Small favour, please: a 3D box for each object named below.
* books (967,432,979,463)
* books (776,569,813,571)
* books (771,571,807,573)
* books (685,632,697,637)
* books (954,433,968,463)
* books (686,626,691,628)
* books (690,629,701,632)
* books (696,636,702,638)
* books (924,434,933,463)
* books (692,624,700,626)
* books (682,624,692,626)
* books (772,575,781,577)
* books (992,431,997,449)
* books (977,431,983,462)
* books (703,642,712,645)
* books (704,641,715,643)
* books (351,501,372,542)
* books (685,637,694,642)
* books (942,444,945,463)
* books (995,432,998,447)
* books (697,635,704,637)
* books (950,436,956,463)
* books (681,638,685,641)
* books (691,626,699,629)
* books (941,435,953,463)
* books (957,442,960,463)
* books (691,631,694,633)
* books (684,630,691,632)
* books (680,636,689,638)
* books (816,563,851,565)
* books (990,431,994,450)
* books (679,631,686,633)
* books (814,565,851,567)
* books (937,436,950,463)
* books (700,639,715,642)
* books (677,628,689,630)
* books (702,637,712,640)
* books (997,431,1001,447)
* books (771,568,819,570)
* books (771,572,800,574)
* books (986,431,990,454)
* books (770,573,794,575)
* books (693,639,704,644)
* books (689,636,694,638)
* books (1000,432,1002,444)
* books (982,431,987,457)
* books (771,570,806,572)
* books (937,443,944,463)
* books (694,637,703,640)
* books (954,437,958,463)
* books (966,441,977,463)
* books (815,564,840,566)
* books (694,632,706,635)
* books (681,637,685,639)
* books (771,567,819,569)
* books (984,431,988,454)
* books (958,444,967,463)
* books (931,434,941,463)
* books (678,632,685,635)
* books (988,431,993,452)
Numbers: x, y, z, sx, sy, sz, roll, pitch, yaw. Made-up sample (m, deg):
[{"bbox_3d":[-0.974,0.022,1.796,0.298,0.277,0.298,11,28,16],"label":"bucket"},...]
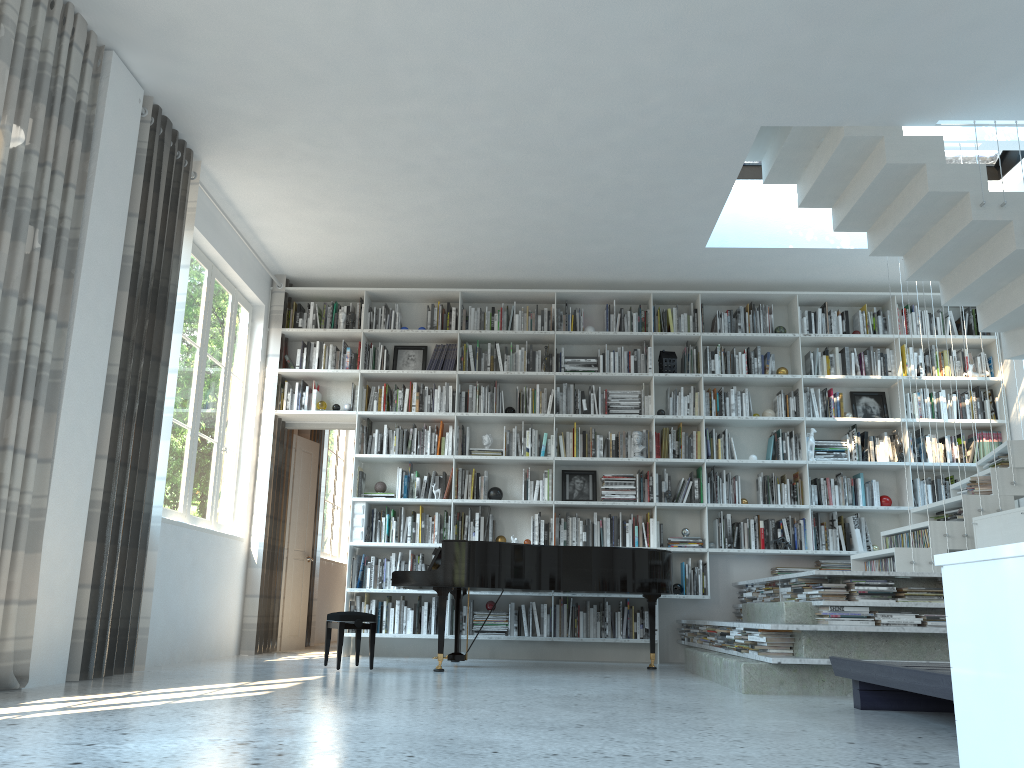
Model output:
[{"bbox_3d":[3.907,0.564,7.527,0.072,0.291,0.169,1,-14,2],"label":"books"},{"bbox_3d":[2.339,1.544,7.345,0.308,0.008,0.195,0,-14,4],"label":"books"},{"bbox_3d":[2.339,1.557,7.333,0.345,0.007,0.194,2,-14,-3],"label":"books"},{"bbox_3d":[1.440,1.934,6.845,0.191,0.028,0.213,0,-14,6],"label":"books"},{"bbox_3d":[3.809,0.571,7.538,0.026,0.277,0.170,1,-14,2],"label":"books"},{"bbox_3d":[1.484,1.960,7.140,0.133,0.017,0.232,0,-14,3],"label":"books"},{"bbox_3d":[1.439,1.826,6.553,0.180,0.015,0.295,1,-14,0],"label":"books"},{"bbox_3d":[1.458,1.868,6.543,0.149,0.007,0.301,1,-14,2],"label":"books"},{"bbox_3d":[3.528,0.572,7.542,0.022,0.265,0.157,1,-14,2],"label":"books"},{"bbox_3d":[1.469,1.867,6.861,0.137,0.018,0.201,0,-15,6],"label":"books"},{"bbox_3d":[1.469,1.944,7.145,0.158,0.014,0.235,1,-14,0],"label":"books"},{"bbox_3d":[2.336,1.589,7.340,0.308,0.008,0.195,1,-14,2],"label":"books"},{"bbox_3d":[4.060,0.562,7.518,0.018,0.292,0.169,1,-14,2],"label":"books"},{"bbox_3d":[3.945,0.562,7.526,0.033,0.293,0.169,1,-14,2],"label":"books"},{"bbox_3d":[1.440,1.825,6.232,0.157,0.014,0.181,1,-14,-1],"label":"books"},{"bbox_3d":[1.448,1.815,6.234,0.140,0.008,0.284,1,-14,0],"label":"books"},{"bbox_3d":[-1.272,1.179,7.495,0.106,0.339,0.308,1,-14,2],"label":"books"},{"bbox_3d":[1.448,1.974,6.835,0.189,0.030,0.238,1,-14,2],"label":"books"},{"bbox_3d":[3.631,0.615,7.538,0.030,0.184,0.137,1,-14,2],"label":"books"},{"bbox_3d":[4.078,0.564,7.522,0.018,0.292,0.169,1,-14,2],"label":"books"},{"bbox_3d":[1.457,1.858,6.545,0.147,0.012,0.206,0,-14,3],"label":"books"},{"bbox_3d":[3.727,0.583,7.545,0.012,0.253,0.161,1,-14,2],"label":"books"},{"bbox_3d":[1.464,2.054,7.118,0.171,0.015,0.242,1,-14,2],"label":"books"},{"bbox_3d":[1.474,1.883,6.857,0.135,0.014,0.298,0,-14,3],"label":"books"},{"bbox_3d":[3.683,0.578,7.539,0.029,0.258,0.172,1,-14,2],"label":"books"},{"bbox_3d":[3.765,0.608,7.544,0.014,0.206,0.138,1,-14,2],"label":"books"},{"bbox_3d":[1.470,1.912,6.850,0.143,0.019,0.231,0,-14,3],"label":"books"},{"bbox_3d":[1.479,1.987,7.134,0.136,0.013,0.259,1,-14,0],"label":"books"},{"bbox_3d":[1.454,2.032,7.123,0.179,0.012,0.262,0,-14,5],"label":"books"},{"bbox_3d":[2.673,1.495,7.340,0.254,0.005,0.161,2,-14,-3],"label":"books"},{"bbox_3d":[4.042,0.563,7.523,0.018,0.292,0.169,1,-14,2],"label":"books"},{"bbox_3d":[1.456,1.997,7.132,0.188,0.009,0.211,1,-14,1],"label":"books"},{"bbox_3d":[2.670,1.511,7.338,0.285,0.005,0.160,2,-14,-2],"label":"books"},{"bbox_3d":[3.657,0.581,7.529,0.022,0.246,0.181,1,-14,2],"label":"books"},{"bbox_3d":[1.436,1.805,6.237,0.159,0.012,0.293,1,-14,-1],"label":"books"},{"bbox_3d":[1.448,1.974,7.138,0.191,0.013,0.244,2,-14,-2],"label":"books"},{"bbox_3d":[1.441,1.793,6.239,0.165,0.012,0.205,1,-14,2],"label":"books"},{"bbox_3d":[4.096,0.561,7.511,0.018,0.292,0.169,1,-14,2],"label":"books"},{"bbox_3d":[2.340,1.537,7.347,0.345,0.007,0.194,1,-14,0],"label":"books"},{"bbox_3d":[2.339,1.566,7.340,0.345,0.007,0.194,0,-14,4],"label":"books"},{"bbox_3d":[4.006,0.563,7.524,0.018,0.292,0.169,1,-14,2],"label":"books"},{"bbox_3d":[2.339,1.572,7.335,0.345,0.007,0.194,1,-14,-1],"label":"books"},{"bbox_3d":[1.437,1.897,6.536,0.177,0.026,0.231,0,-14,5],"label":"books"},{"bbox_3d":[1.460,1.953,6.840,0.147,0.012,0.206,2,-14,-3],"label":"books"},{"bbox_3d":[4.115,0.564,7.521,0.018,0.292,0.169,1,-14,2],"label":"books"},{"bbox_3d":[3.969,0.559,7.512,0.018,0.292,0.169,1,-14,2],"label":"books"},{"bbox_3d":[2.339,1.552,7.344,0.345,0.007,0.194,0,-14,4],"label":"books"},{"bbox_3d":[3.605,0.607,7.519,0.023,0.188,0.170,1,-14,2],"label":"books"},{"bbox_3d":[1.445,1.878,6.540,0.172,0.014,0.221,0,-14,3],"label":"books"},{"bbox_3d":[3.746,0.586,7.547,0.025,0.248,0.134,1,-14,2],"label":"books"},{"bbox_3d":[3.866,0.601,7.517,0.088,0.216,0.167,1,-14,2],"label":"books"},{"bbox_3d":[2.673,1.501,7.343,0.285,0.005,0.160,1,-14,-1],"label":"books"},{"bbox_3d":[1.441,1.843,6.549,0.171,0.020,0.194,0,-15,6],"label":"books"},{"bbox_3d":[1.463,2.042,7.121,0.155,0.009,0.233,2,-14,-3],"label":"books"},{"bbox_3d":[2.340,1.530,7.349,0.345,0.007,0.194,0,-14,4],"label":"books"},{"bbox_3d":[3.987,0.562,7.525,0.018,0.292,0.169,1,-14,2],"label":"books"},{"bbox_3d":[3.783,0.610,7.501,0.024,0.180,0.191,1,-14,2],"label":"books"},{"bbox_3d":[3.566,0.571,7.528,0.056,0.261,0.177,1,-14,2],"label":"books"},{"bbox_3d":[1.453,2.007,7.129,0.177,0.012,0.279,2,-14,-2],"label":"books"},{"bbox_3d":[4.024,0.562,7.520,0.018,0.292,0.169,1,-14,2],"label":"books"}]
